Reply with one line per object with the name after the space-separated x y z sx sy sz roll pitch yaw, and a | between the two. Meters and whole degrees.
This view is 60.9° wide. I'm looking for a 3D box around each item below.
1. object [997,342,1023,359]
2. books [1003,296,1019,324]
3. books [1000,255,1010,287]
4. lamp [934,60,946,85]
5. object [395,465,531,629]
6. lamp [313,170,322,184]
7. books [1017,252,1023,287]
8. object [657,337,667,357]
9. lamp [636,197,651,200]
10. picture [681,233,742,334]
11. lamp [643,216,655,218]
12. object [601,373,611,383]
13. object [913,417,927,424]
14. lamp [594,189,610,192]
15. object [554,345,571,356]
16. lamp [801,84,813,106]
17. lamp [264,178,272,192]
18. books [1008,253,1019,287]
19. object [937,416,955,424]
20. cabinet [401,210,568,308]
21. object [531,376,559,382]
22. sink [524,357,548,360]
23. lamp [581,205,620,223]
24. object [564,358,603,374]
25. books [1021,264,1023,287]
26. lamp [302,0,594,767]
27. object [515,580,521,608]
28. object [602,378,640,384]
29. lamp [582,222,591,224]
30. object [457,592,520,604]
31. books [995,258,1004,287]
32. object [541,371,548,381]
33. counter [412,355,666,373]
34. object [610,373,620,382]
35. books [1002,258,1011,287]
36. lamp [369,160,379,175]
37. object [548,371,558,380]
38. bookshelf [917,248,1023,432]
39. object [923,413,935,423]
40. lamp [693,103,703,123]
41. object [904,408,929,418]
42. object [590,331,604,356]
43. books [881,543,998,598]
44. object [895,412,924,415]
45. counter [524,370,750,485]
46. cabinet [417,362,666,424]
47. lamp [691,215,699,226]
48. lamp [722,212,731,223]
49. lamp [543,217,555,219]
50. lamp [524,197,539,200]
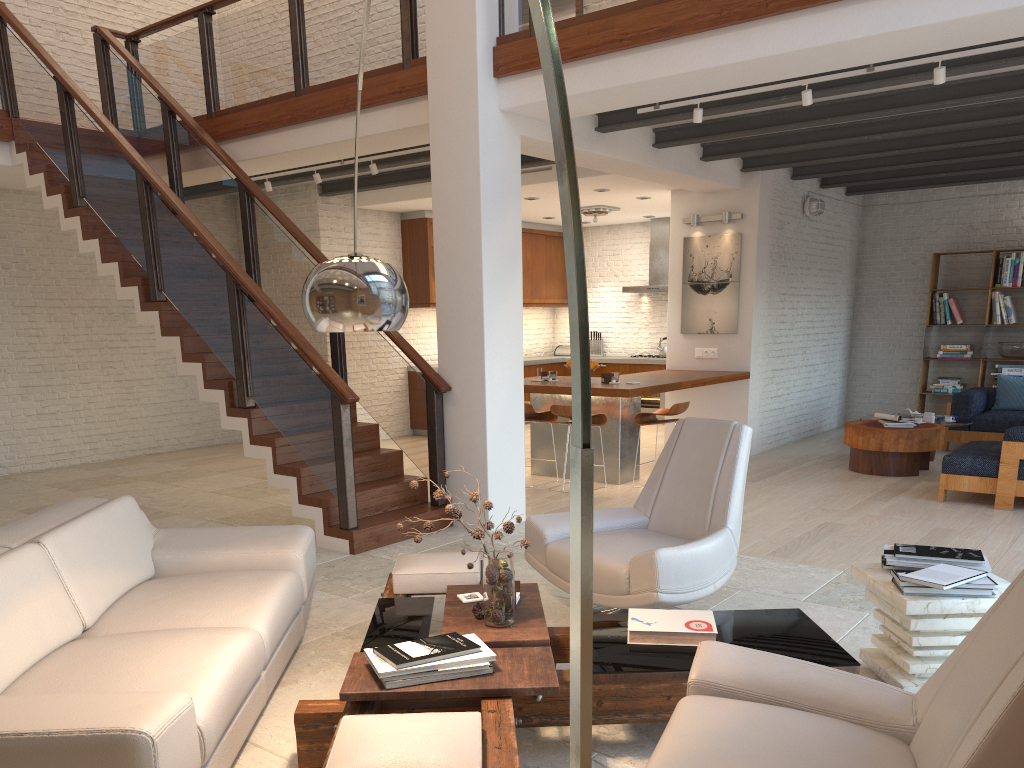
6.016 -0.398 10.411 0.400 0.208 0.391 -2 7 -10 | object
5.916 -0.876 10.338 0.156 0.340 0.249 9 14 37 | books
5.830 -1.326 10.303 0.020 0.372 0.265 10 15 38 | books
2.381 -1.731 4.852 0.060 0.125 0.084 9 15 39 | lamp
-0.182 0.617 3.317 0.542 0.628 0.305 1 12 9 | object
-1.787 -1.897 8.007 0.060 0.133 0.084 10 15 39 | lamp
5.960 -1.332 10.177 0.036 0.397 0.238 10 16 38 | books
2.208 -0.529 12.286 0.260 0.285 0.256 -7 11 -30 | object
1.503 -2.138 9.941 0.122 0.057 0.121 4 8 38 | lamp
2.114 -1.054 9.295 0.647 1.051 0.019 7 16 36 | picture
1.863 -2.293 11.851 0.122 0.057 0.121 4 8 38 | lamp
0.888 -0.055 8.098 0.094 0.085 0.111 -2 8 -7 | object
3.985 0.357 8.544 0.146 0.057 0.170 2 6 27 | object
0.955 -2.076 9.262 0.122 0.057 0.121 4 8 38 | lamp
0.859 -0.524 13.663 0.341 0.165 0.245 4 9 37 | object
1.794 -1.750 5.298 0.060 0.133 0.084 10 15 39 | lamp
-2.358 -1.921 8.437 0.059 0.133 0.083 1 12 8 | lamp
5.889 -1.336 10.238 0.036 0.397 0.238 10 16 38 | books
4.408 0.363 8.830 0.154 0.059 0.264 2 6 31 | object
-0.189 -1.676 12.245 0.455 1.203 3.274 9 11 38 | cabinet
0.356 -0.048 8.445 0.284 0.036 0.201 3 6 38 | object
0.131 -0.456 12.792 0.511 0.443 0.840 6 9 38 | sink
1.038 -2.100 10.854 0.445 0.176 0.441 4 7 38 | lamp
0.673 -0.135 8.249 0.366 0.229 0.352 -1 7 3 | object
5.995 -1.332 10.163 0.036 0.397 0.238 10 16 38 | books
-0.233 0.231 1.942 0.319 2.429 1.967 -5 11 -16 | lamp
-0.021 0.862 3.582 0.094 0.085 0.111 1 8 10 | object
0.965 -0.024 7.995 0.391 0.036 0.194 3 6 41 | object
1.045 -2.327 12.470 0.122 0.057 0.121 4 8 38 | lamp
-0.095 0.880 3.676 0.271 0.036 0.241 0 5 10 | object
5.800 -1.313 10.330 0.055 0.341 0.249 10 15 38 | books
0.358 -0.077 8.506 0.113 0.085 0.092 5 11 37 | object
1.044 -0.255 11.680 3.486 0.072 3.265 2 6 38 | counter
0.940 -0.059 7.963 0.090 0.087 0.089 -8 11 -36 | object
5.850 -1.310 10.270 0.055 0.341 0.249 10 15 38 | books
-1.199 -1.873 7.563 0.060 0.133 0.084 10 15 39 | lamp
0.393 -0.080 8.362 0.090 0.087 0.089 5 11 35 | object
5.740 -0.468 10.563 1.301 2.278 0.356 8 16 36 | bookshelf
4.189 0.345 8.761 0.106 0.112 0.106 -8 12 -35 | object
1.222 -1.773 5.727 0.059 0.133 0.083 1 12 8 | lamp
4.335 0.307 9.324 0.193 0.094 0.182 -4 7 -26 | object
1.276 -0.619 13.375 0.318 0.388 0.065 7 16 36 | object
1.645 0.732 3.378 0.388 0.082 0.553 1 5 22 | books
4.346 0.324 9.539 0.301 0.028 0.066 0 6 15 | object
1.103 0.395 8.913 1.668 0.951 2.446 4 8 38 | counter
1.042 -0.822 11.988 4.781 2.934 2.188 -1 11 2 | cabinet
1.927 -1.727 9.190 0.079 0.108 0.077 -6 12 -23 | lamp
2.208 -1.715 8.978 0.079 0.108 0.077 -6 12 -23 | lamp
0.499 -2.264 11.793 0.122 0.057 0.121 4 8 38 | lamp
0.222 -2.106 9.818 0.122 0.057 0.121 4 8 38 | lamp
